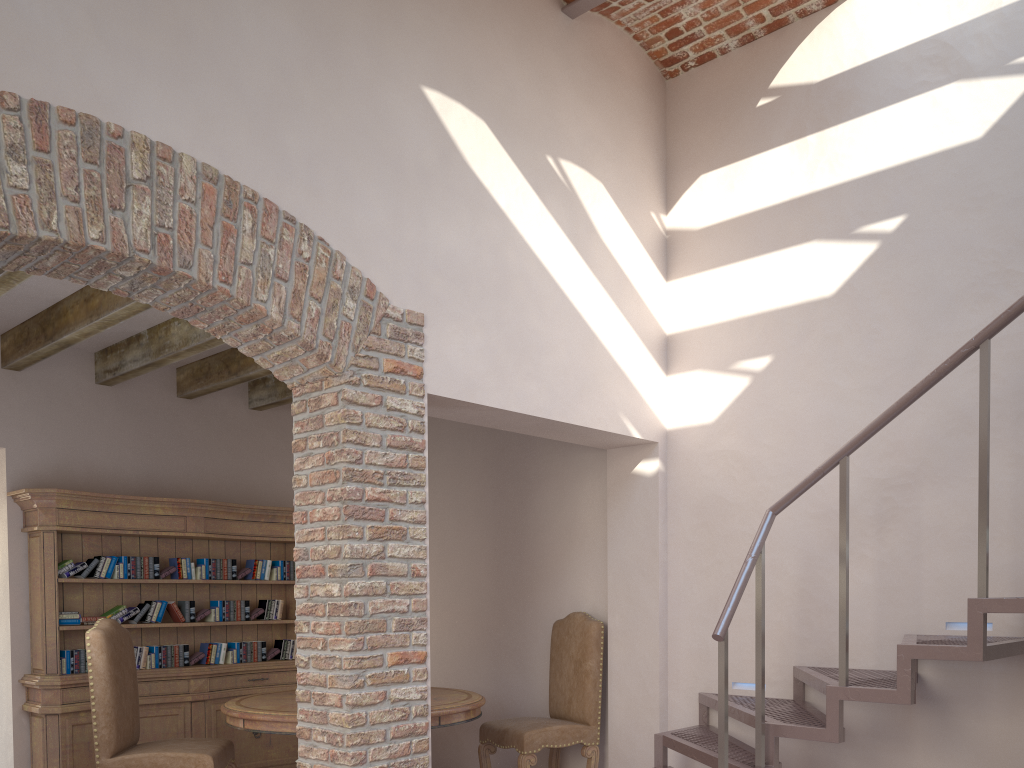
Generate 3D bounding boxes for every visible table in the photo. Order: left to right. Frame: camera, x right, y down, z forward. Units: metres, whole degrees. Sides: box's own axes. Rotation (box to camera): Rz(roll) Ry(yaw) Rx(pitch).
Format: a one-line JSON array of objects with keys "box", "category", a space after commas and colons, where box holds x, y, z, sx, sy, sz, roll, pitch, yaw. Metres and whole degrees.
[{"box": [-0.914, 2.230, 5.369, 1.508, 0.734, 1.568, -4, -11, 18], "category": "table"}]

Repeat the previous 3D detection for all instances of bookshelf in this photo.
[{"box": [-2.178, 1.784, 6.062, 0.481, 1.981, 2.067, 0, -4, 43], "category": "bookshelf"}]

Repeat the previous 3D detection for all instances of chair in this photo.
[{"box": [-1.852, 1.862, 4.848, 0.642, 1.237, 0.547, 0, -1, -7], "category": "chair"}, {"box": [0.189, 2.047, 5.696, 0.649, 1.237, 0.541, 0, -1, -32], "category": "chair"}]

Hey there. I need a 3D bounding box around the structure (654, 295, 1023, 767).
[{"box": [0.004, 0.047, 1.379, 3.767, 3.180, 7.357, -7, -12, 42], "category": "structure"}]

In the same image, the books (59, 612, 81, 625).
[{"box": [-2.723, 1.424, 5.504, 0.122, 0.080, 0.158, -8, -13, 42], "category": "books"}]

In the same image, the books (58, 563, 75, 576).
[{"box": [-2.736, 1.129, 5.482, 0.122, 0.098, 0.142, -7, -11, 42], "category": "books"}]

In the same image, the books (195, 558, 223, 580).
[{"box": [-2.081, 1.265, 6.185, 0.135, 0.142, 0.186, -5, -9, 41], "category": "books"}]

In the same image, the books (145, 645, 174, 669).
[{"box": [-2.323, 1.788, 5.939, 0.135, 0.142, 0.186, -5, -9, 41], "category": "books"}]

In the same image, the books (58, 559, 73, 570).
[{"box": [-2.742, 1.104, 5.477, 0.119, 0.086, 0.135, -8, -11, 42], "category": "books"}]

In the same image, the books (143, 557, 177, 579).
[{"box": [-2.318, 1.207, 5.929, 0.122, 0.145, 0.230, -4, -9, 43], "category": "books"}]

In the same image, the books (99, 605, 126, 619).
[{"box": [-2.522, 1.441, 5.720, 0.119, 0.086, 0.135, -8, -11, 42], "category": "books"}]

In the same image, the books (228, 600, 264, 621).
[{"box": [-1.872, 1.603, 6.414, 0.122, 0.145, 0.230, -4, -9, 43], "category": "books"}]

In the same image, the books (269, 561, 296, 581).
[{"box": [-1.682, 1.363, 6.612, 0.135, 0.142, 0.186, -5, -9, 41], "category": "books"}]

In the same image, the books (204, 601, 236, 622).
[{"box": [-2.013, 1.569, 6.265, 0.135, 0.142, 0.186, -5, -9, 41], "category": "books"}]

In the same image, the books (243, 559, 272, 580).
[{"box": [-1.813, 1.329, 6.471, 0.122, 0.148, 0.166, -4, -7, 43], "category": "books"}]

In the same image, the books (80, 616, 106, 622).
[{"box": [-2.615, 1.459, 5.619, 0.122, 0.030, 0.147, -12, -17, 42], "category": "books"}]

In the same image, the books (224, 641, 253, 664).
[{"box": [-1.925, 1.885, 6.366, 0.135, 0.142, 0.186, -5, -9, 41], "category": "books"}]

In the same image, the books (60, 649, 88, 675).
[{"box": [-2.701, 1.695, 5.535, 0.135, 0.142, 0.186, -5, -9, 41], "category": "books"}]

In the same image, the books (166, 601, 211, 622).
[{"box": [-2.174, 1.530, 6.091, 0.122, 0.144, 0.297, -4, -10, 43], "category": "books"}]

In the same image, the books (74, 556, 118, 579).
[{"box": [-2.587, 1.143, 5.641, 0.122, 0.146, 0.237, -4, -9, 43], "category": "books"}]

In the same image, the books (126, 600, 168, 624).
[{"box": [-2.367, 1.479, 5.884, 0.122, 0.146, 0.237, -4, -9, 43], "category": "books"}]

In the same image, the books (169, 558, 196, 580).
[{"box": [-2.198, 1.236, 6.058, 0.122, 0.146, 0.137, -4, -7, 43], "category": "books"}]

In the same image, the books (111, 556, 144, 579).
[{"box": [-2.459, 1.173, 5.780, 0.135, 0.142, 0.186, -5, -9, 41], "category": "books"}]

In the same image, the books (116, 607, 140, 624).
[{"box": [-2.465, 1.475, 5.779, 0.122, 0.103, 0.145, -7, -10, 42], "category": "books"}]

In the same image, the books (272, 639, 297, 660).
[{"box": [-1.657, 1.949, 6.651, 0.122, 0.148, 0.166, -4, -7, 43], "category": "books"}]

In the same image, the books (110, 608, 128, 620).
[{"box": [-2.516, 1.465, 5.725, 0.122, 0.098, 0.142, -7, -11, 42], "category": "books"}]

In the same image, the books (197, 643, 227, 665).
[{"box": [-2.055, 1.852, 6.225, 0.122, 0.148, 0.166, -4, -7, 43], "category": "books"}]

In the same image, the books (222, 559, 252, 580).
[{"box": [-1.940, 1.300, 6.335, 0.122, 0.145, 0.230, -4, -9, 43], "category": "books"}]

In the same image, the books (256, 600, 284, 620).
[{"box": [-1.745, 1.633, 6.550, 0.122, 0.148, 0.166, -4, -7, 43], "category": "books"}]

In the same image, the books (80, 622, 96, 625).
[{"box": [-2.621, 1.481, 5.613, 0.122, 0.017, 0.147, -12, -17, 41], "category": "books"}]

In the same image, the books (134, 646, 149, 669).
[{"box": [-2.432, 1.760, 5.821, 0.122, 0.148, 0.166, -4, -7, 43], "category": "books"}]

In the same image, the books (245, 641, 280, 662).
[{"box": [-1.784, 1.920, 6.515, 0.122, 0.145, 0.230, -4, -9, 43], "category": "books"}]

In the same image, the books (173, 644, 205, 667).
[{"box": [-2.182, 1.822, 6.088, 0.122, 0.145, 0.230, -4, -9, 43], "category": "books"}]

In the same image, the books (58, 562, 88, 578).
[{"box": [-2.685, 1.139, 5.536, 0.122, 0.103, 0.145, -7, -10, 42], "category": "books"}]
